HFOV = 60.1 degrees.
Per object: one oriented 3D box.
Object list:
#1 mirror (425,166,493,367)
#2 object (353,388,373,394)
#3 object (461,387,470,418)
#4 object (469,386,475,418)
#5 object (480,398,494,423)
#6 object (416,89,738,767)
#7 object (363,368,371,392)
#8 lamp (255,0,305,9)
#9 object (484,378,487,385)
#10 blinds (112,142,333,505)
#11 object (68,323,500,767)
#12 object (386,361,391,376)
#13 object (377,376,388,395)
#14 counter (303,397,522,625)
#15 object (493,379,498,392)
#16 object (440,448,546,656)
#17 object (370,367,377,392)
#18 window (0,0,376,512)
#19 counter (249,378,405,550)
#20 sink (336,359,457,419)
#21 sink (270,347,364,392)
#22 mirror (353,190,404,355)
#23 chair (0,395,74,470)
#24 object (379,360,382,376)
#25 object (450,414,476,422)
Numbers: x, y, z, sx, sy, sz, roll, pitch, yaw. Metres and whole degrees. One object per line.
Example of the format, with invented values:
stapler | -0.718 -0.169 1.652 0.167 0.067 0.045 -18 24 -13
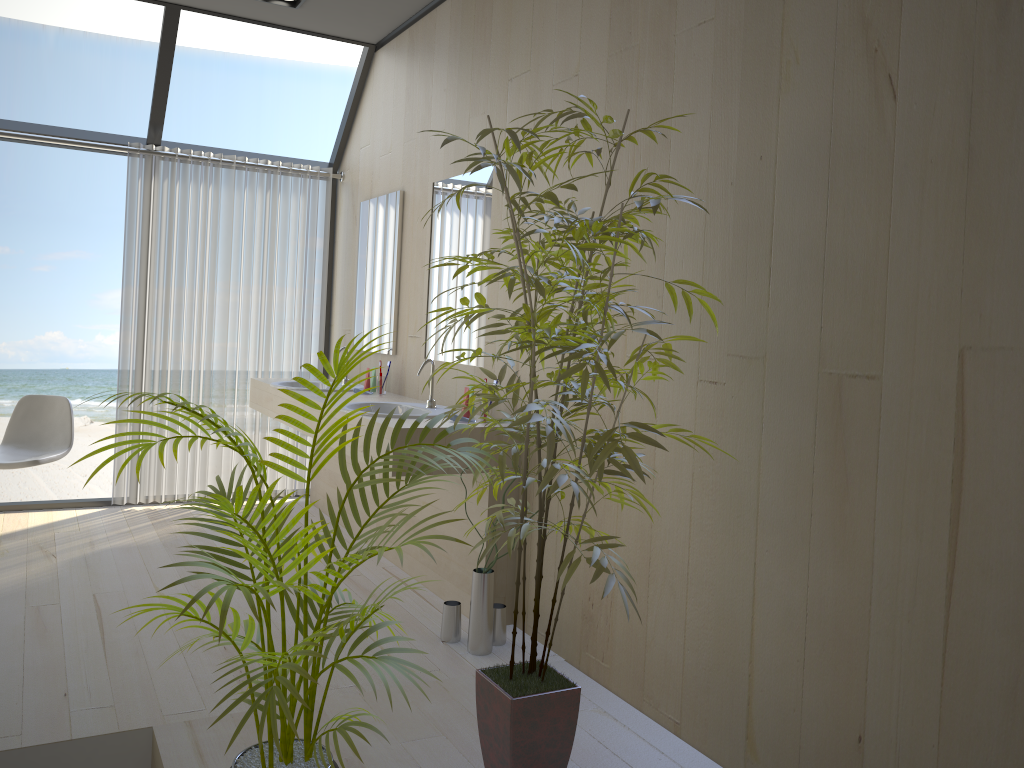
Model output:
mirror | -0.241 -0.528 4.059 0.023 0.868 0.655 3 2 -29
object | -0.767 0.037 4.565 0.104 0.029 0.032 4 2 12
object | -0.186 0.081 3.584 0.039 0.135 0.039 3 1 13
object | -0.171 0.075 3.697 0.039 0.135 0.039 3 1 13
object | -0.103 0.107 3.528 0.058 0.100 0.059 2 1 -18
object | 0.132 0.152 2.281 0.786 1.755 0.936 3 1 -3
object | -0.758 -0.017 4.645 0.039 0.135 0.039 3 1 20
lamp | -1.203 -1.992 4.444 0.300 0.112 0.164 1 3 -28
object | -0.106 0.066 3.499 0.012 0.178 0.050 3 1 11
blinds | -1.718 -0.338 5.328 1.181 2.069 0.084 2 1 -28
object | -0.520 0.433 1.891 0.916 1.156 0.751 3 1 5
object | -0.657 -0.032 4.589 0.054 0.175 0.012 3 0 -3
object | -0.675 0.008 4.589 0.058 0.100 0.058 2 1 -22
counter | -0.490 0.508 3.861 0.550 0.790 1.208 2 3 -28
object | -0.085 0.066 3.528 0.054 0.175 0.012 3 0 -3
object | -0.039 0.586 3.267 0.406 0.748 0.274 2 1 -41
object | -0.744 -0.024 4.758 0.039 0.135 0.039 3 1 20
window | -3.032 -0.682 4.387 4.556 2.812 0.746 1 1 -28
counter | -1.062 0.410 4.922 0.550 0.790 1.208 2 3 -28
sink | -0.495 0.097 3.806 0.503 0.419 0.575 2 3 -25
sink | -1.067 -0.002 4.867 0.503 0.419 0.575 2 3 -25
mirror | -0.757 -0.613 4.958 0.023 0.868 0.655 3 2 -29
chair | -2.490 0.245 4.531 0.369 0.347 0.455 3 3 0
object | -0.679 -0.033 4.560 0.012 0.178 0.050 3 1 11
object | -0.195 0.136 3.504 0.104 0.029 0.032 4 2 12
